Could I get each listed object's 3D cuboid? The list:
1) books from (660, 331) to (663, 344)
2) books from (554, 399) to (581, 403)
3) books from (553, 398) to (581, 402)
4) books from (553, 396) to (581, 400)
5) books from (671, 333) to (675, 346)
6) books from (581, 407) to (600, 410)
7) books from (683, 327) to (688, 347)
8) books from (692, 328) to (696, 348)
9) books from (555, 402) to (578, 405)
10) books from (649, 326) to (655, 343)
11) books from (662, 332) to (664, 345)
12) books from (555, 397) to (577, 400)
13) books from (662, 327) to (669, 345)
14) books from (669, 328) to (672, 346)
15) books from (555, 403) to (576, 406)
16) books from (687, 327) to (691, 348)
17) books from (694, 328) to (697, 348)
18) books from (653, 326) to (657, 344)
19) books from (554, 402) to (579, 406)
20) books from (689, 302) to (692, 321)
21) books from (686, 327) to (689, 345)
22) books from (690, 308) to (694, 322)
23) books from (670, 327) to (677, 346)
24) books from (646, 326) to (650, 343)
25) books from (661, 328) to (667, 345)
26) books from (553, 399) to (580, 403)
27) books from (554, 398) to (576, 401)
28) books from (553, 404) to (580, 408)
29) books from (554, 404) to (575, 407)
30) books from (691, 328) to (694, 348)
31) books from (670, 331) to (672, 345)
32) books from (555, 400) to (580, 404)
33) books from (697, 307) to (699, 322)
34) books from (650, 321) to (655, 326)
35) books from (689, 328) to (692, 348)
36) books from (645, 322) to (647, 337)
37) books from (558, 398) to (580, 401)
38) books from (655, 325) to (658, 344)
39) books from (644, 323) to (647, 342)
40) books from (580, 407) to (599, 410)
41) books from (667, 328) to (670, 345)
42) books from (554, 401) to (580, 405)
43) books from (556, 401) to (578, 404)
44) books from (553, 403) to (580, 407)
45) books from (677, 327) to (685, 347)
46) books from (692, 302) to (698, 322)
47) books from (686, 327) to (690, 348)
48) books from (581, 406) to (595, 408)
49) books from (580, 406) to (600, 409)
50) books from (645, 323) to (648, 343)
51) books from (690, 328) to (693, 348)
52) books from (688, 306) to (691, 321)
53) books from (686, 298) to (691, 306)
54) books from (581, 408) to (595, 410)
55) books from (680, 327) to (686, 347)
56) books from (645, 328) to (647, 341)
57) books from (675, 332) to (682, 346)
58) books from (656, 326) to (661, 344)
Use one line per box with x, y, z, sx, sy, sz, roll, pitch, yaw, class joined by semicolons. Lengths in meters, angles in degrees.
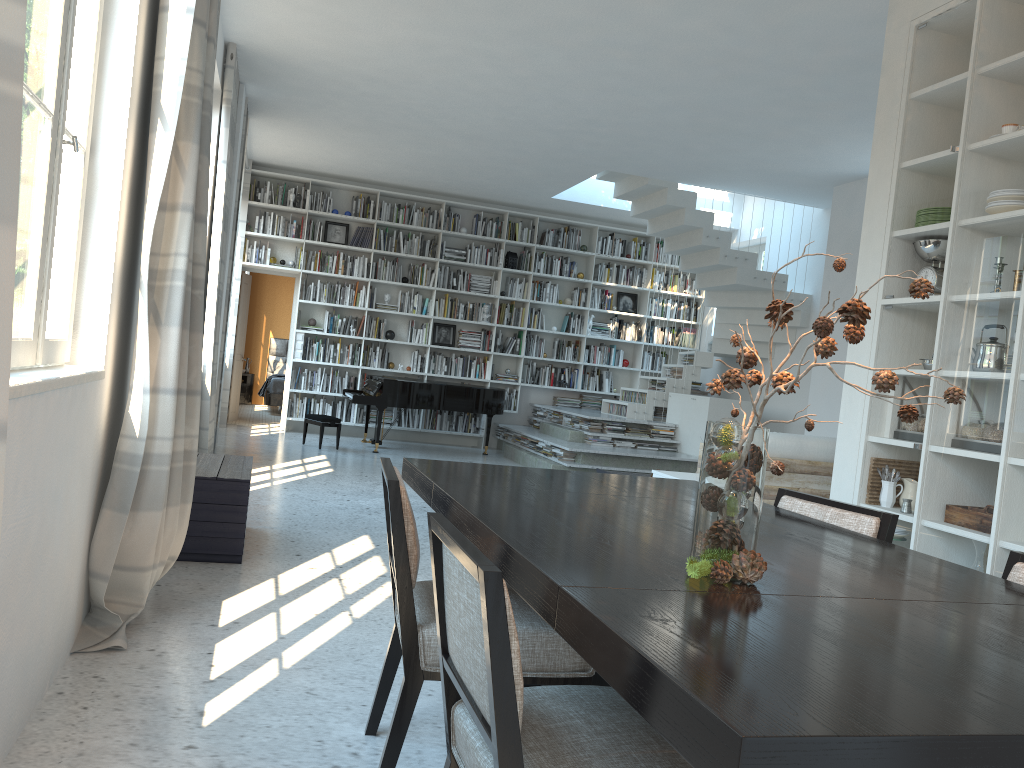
2.058;-0.641;12.392;0.023;0.189;0.169;6;1;-16;books
0.750;0.228;12.099;0.346;0.007;0.193;6;1;-14;books
0.753;0.221;12.091;0.346;0.007;0.193;6;1;-21;books
0.754;0.191;12.098;0.346;0.007;0.193;6;1;-14;books
2.231;-0.618;12.430;0.024;0.181;0.191;6;1;-16;books
1.060;0.330;12.187;0.254;0.007;0.160;6;1;-12;books
2.414;-0.656;12.482;0.018;0.293;0.169;6;1;-16;books
2.534;-0.643;12.520;0.018;0.293;0.169;6;1;-16;books
0.743;0.265;12.100;0.346;0.007;0.193;6;1;-18;books
1.928;-0.681;12.355;0.022;0.243;0.170;6;1;-16;books
2.077;-0.636;12.420;0.030;0.184;0.137;6;1;-16;books
0.753;0.198;12.099;0.346;0.007;0.193;6;1;-18;books
2.131;-0.668;12.427;0.029;0.259;0.171;6;1;-16;books
2.188;-0.657;12.455;0.025;0.249;0.133;6;1;-16;books
0.741;0.280;12.095;0.308;0.008;0.195;6;1;-12;books
2.463;-0.651;12.506;0.018;0.293;0.169;6;1;-16;books
2.549;-0.642;12.535;0.018;0.293;0.169;6;1;-16;books
1.963;-0.679;12.364;0.026;0.246;0.180;6;1;-16;books
0.741;0.272;12.099;0.308;0.008;0.195;6;1;-14;books
2.485;-1.013;12.508;0.013;0.283;0.149;6;1;-16;books
2.427;-0.654;12.501;0.018;0.293;0.169;6;1;-16;books
2.505;-0.967;12.499;0.029;0.195;0.192;6;1;-16;books
2.253;-0.665;12.462;0.026;0.278;0.169;6;1;-16;books
1.878;-0.684;12.370;0.066;0.236;0.144;6;1;-16;books
2.109;-0.664;12.410;0.022;0.247;0.181;6;1;-16;books
0.750;0.235;12.097;0.346;0.007;0.193;6;1;-19;books
0.751;0.213;12.099;0.346;0.007;0.193;6;1;-14;books
0.739;0.303;12.095;0.346;0.007;0.193;6;1;-12;books
0.739;0.295;12.095;0.308;0.008;0.195;6;1;-20;books
2.514;-0.645;12.525;0.018;0.293;0.169;6;1;-16;books
2.203;-0.634;12.463;0.014;0.207;0.138;6;1;-16;books
0.750;0.243;12.092;0.308;0.008;0.195;6;1;-11;books
2.587;-0.970;12.528;0.021;0.219;0.184;6;1;-16;books
1.943;-0.720;12.377;0.012;0.322;0.141;6;2;-16;books
2.479;-0.649;12.515;0.018;0.293;0.169;6;1;-16;books
1.828;-0.717;12.344;0.010;0.293;0.164;6;1;-16;books
0.752;0.206;12.099;0.308;0.008;0.195;6;1;-14;books
1.984;-0.687;12.382;0.022;0.265;0.157;6;1;-16;books
1.814;-0.711;12.325;0.025;0.277;0.160;6;1;-16;books
1.057;0.336;12.196;0.285;0.007;0.159;6;1;-16;books
2.171;-0.661;12.446;0.012;0.254;0.160;6;1;-16;books
0.746;0.258;12.092;0.308;0.008;0.195;6;1;-21;books
0.743;0.250;12.104;0.308;0.008;0.195;6;1;-16;books
0.741;0.288;12.092;0.346;0.007;0.193;6;1;-11;books
2.350;-0.660;12.479;0.072;0.291;0.169;6;1;-16;books
2.561;-1.010;12.517;0.042;0.292;0.186;6;1;-16;books
2.445;-0.653;12.506;0.018;0.293;0.169;6;1;-16;books
1.060;0.316;12.192;0.254;0.007;0.160;6;1;-15;books
1.059;0.323;12.195;0.254;0.007;0.160;6;1;-16;books
1.843;-0.709;12.359;0.010;0.279;0.147;6;1;-16;books
2.498;-0.647;12.516;0.018;0.293;0.169;6;1;-16;books
2.454;-0.985;12.493;0.025;0.220;0.177;6;1;-16;books
2.474;-1.038;12.512;0.013;0.330;0.140;6;2;-16;books
1.058;0.344;12.189;0.254;0.007;0.160;6;1;-13;books
2.387;-0.658;12.489;0.033;0.294;0.169;6;1;-16;books
1.834;-0.689;12.348;0.010;0.239;0.147;6;1;-16;books
2.308;-0.625;12.468;0.088;0.217;0.167;6;1;-16;books
2.024;-0.680;12.380;0.056;0.261;0.176;6;1;-16;books
